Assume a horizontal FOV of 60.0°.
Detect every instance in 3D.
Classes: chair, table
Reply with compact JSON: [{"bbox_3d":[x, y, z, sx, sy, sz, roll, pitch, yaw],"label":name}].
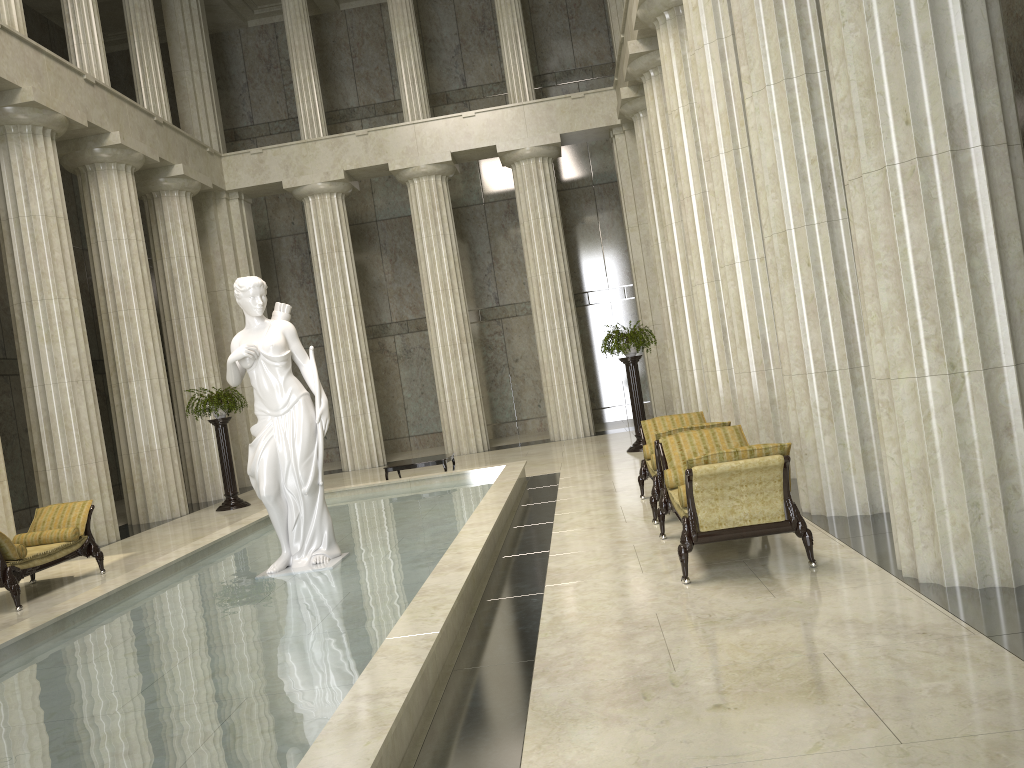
[{"bbox_3d":[-5.748,2.009,10.375,0.993,0.950,2.172,-9,1,4],"label":"chair"},{"bbox_3d":[1.730,0.914,7.350,0.993,0.950,2.172,-9,1,4],"label":"chair"},{"bbox_3d":[1.904,0.865,9.811,0.993,0.950,2.172,-9,1,4],"label":"chair"},{"bbox_3d":[-1.559,1.563,15.364,1.134,0.494,1.123,-9,1,3],"label":"table"}]

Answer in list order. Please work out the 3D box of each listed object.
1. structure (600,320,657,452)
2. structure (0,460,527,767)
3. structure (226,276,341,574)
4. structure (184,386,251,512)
[{"bbox_3d":[2.251,0.026,16.303,1.053,2.386,1.159,-8,1,9],"label":"structure"},{"bbox_3d":[-1.982,1.870,8.649,3.754,0.508,11.573,-9,1,4],"label":"structure"},{"bbox_3d":[-2.225,0.438,8.611,0.940,3.044,0.729,-9,1,-1],"label":"structure"},{"bbox_3d":[-5.478,1.181,16.879,1.159,2.386,1.053,-9,1,-1],"label":"structure"}]
